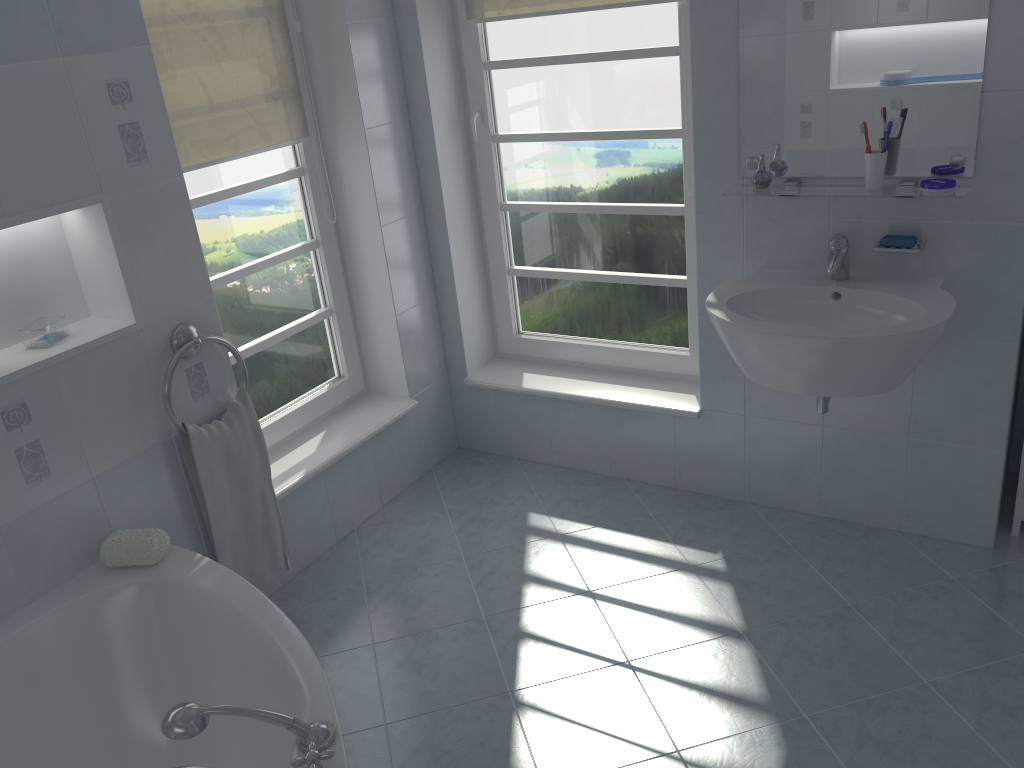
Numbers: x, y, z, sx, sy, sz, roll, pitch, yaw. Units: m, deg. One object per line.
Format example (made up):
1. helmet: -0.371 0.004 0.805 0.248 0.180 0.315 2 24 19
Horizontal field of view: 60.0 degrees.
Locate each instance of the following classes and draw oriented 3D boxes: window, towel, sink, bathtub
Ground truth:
1. window: -0.874 -0.763 2.790 0.142 2.067 0.758 8 27 31
2. window: 0.232 -0.998 3.030 0.963 2.067 0.142 8 27 31
3. towel: -0.810 0.340 2.652 0.083 0.635 0.280 8 27 31
4. sink: 0.854 -0.136 2.429 0.634 0.489 0.533 8 27 31
5. bathtub: -0.758 0.936 1.480 1.578 0.670 1.596 8 27 31

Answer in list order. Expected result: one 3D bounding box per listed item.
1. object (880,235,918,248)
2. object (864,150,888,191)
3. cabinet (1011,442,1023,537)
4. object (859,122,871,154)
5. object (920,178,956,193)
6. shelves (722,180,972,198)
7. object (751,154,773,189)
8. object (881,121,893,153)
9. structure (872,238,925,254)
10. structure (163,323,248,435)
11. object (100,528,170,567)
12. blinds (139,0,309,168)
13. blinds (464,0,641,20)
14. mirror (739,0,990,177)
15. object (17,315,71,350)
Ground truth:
1. object: 1.058 -0.390 2.428 0.090 0.027 0.060 9 28 33
2. object: 0.960 -0.564 2.345 0.058 0.100 0.058 12 29 37
3. cabinet: 1.916 0.033 2.469 0.819 0.921 0.389 8 27 31
4. object: 0.927 -0.596 2.320 0.050 0.178 0.012 -14 24 -15
5. object: 1.099 -0.512 2.288 0.083 0.020 0.083 12 30 37
6. shelves: 0.905 -0.518 2.427 0.620 0.045 0.170 8 27 31
7. object: 0.709 -0.604 2.516 0.059 0.094 0.059 -4 23 5
8. object: 0.963 -0.597 2.316 0.012 0.175 0.054 -20 26 -28
9. structure: 1.066 -0.377 2.442 0.124 0.034 0.092 8 27 31
10. structure: -0.874 -0.013 2.508 0.051 0.332 0.291 8 27 31
11. object: -0.975 0.423 2.295 0.165 0.077 0.105 -5 23 5
12. blinds: -0.878 -1.182 2.573 0.046 1.032 0.598 8 27 31
13. blinds: 0.132 -1.541 2.746 0.800 0.732 0.046 8 27 31
14. mirror: 0.904 -0.889 2.342 0.620 0.680 0.012 8 27 31
15. object: -1.181 -0.130 2.244 0.072 0.053 0.102 -3 23 8
